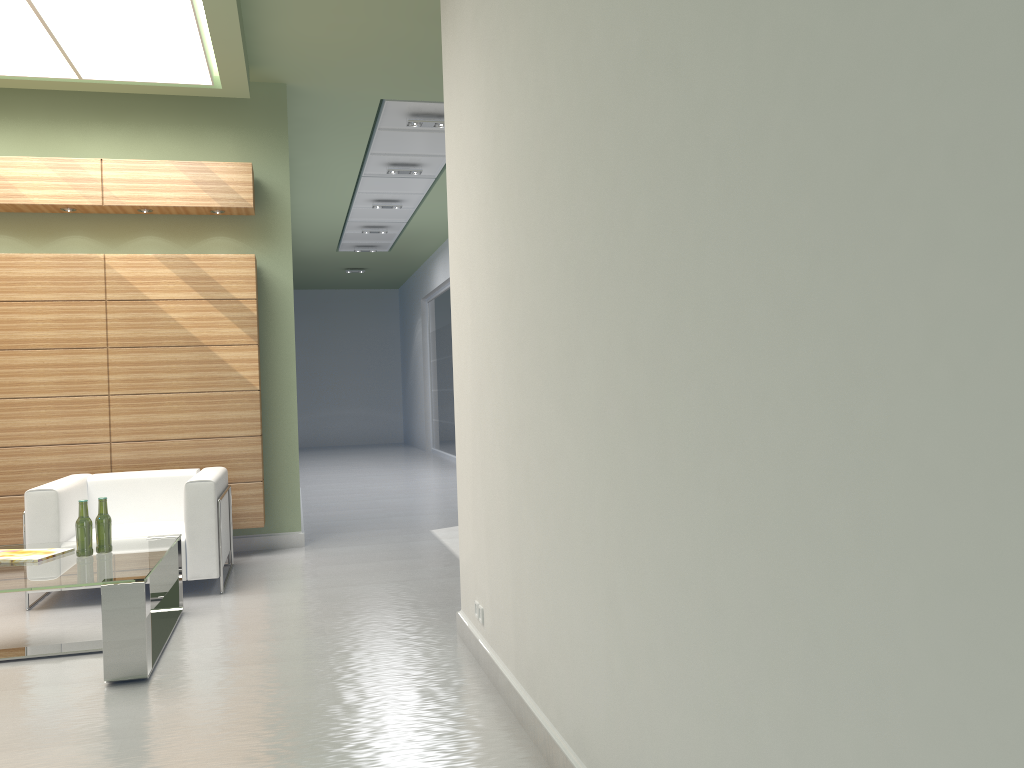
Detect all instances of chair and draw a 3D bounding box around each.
[{"bbox_3d":[-4.166,1.643,9.880,1.894,1.234,1.802,-2,0,-14],"label":"chair"}]

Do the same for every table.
[{"bbox_3d":[-3.794,1.835,7.324,1.783,0.742,2.197,-2,0,-14],"label":"table"}]

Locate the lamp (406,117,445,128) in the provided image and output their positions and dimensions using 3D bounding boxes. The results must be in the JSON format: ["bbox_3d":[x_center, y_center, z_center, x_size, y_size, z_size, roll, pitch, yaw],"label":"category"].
[{"bbox_3d":[-1.319,-4.134,13.925,0.657,0.159,0.286,-2,0,-14],"label":"lamp"}]

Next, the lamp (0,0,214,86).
[{"bbox_3d":[-5.326,-3.837,8.039,4.571,0.325,5.060,-2,0,-14],"label":"lamp"}]

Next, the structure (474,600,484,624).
[{"bbox_3d":[-0.249,1.727,6.722,0.017,0.118,0.262,-2,0,-14],"label":"structure"}]

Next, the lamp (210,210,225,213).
[{"bbox_3d":[-3.853,-2.280,11.602,0.181,0.074,0.181,-2,0,-20],"label":"lamp"}]

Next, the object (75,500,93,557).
[{"bbox_3d":[-3.624,1.220,7.509,0.131,0.475,0.131,-2,0,41],"label":"object"}]

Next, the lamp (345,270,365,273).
[{"bbox_3d":[-5.364,-3.897,30.317,0.657,0.159,0.286,-2,0,-14],"label":"lamp"}]

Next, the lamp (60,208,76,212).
[{"bbox_3d":[-5.588,-2.222,11.173,0.181,0.074,0.181,-2,0,-20],"label":"lamp"}]

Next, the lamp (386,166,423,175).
[{"bbox_3d":[-2.050,-4.091,16.888,0.657,0.159,0.286,-2,0,-14],"label":"lamp"}]

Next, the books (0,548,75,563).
[{"bbox_3d":[-4.248,1.467,7.580,0.762,0.025,0.508,-2,0,6],"label":"books"}]

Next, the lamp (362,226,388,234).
[{"bbox_3d":[-3.565,-4.003,23.025,0.657,0.159,0.286,-2,0,-14],"label":"lamp"}]

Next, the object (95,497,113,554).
[{"bbox_3d":[-3.528,1.217,7.658,0.131,0.475,0.131,-2,0,41],"label":"object"}]

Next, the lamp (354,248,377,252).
[{"bbox_3d":[-4.295,-3.960,25.984,0.657,0.159,0.286,-2,0,-14],"label":"lamp"}]

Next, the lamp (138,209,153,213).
[{"bbox_3d":[-4.712,-2.251,11.390,0.181,0.074,0.181,-2,0,37],"label":"lamp"}]

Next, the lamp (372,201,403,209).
[{"bbox_3d":[-2.814,-4.047,19.983,0.657,0.159,0.286,-2,0,-14],"label":"lamp"}]
